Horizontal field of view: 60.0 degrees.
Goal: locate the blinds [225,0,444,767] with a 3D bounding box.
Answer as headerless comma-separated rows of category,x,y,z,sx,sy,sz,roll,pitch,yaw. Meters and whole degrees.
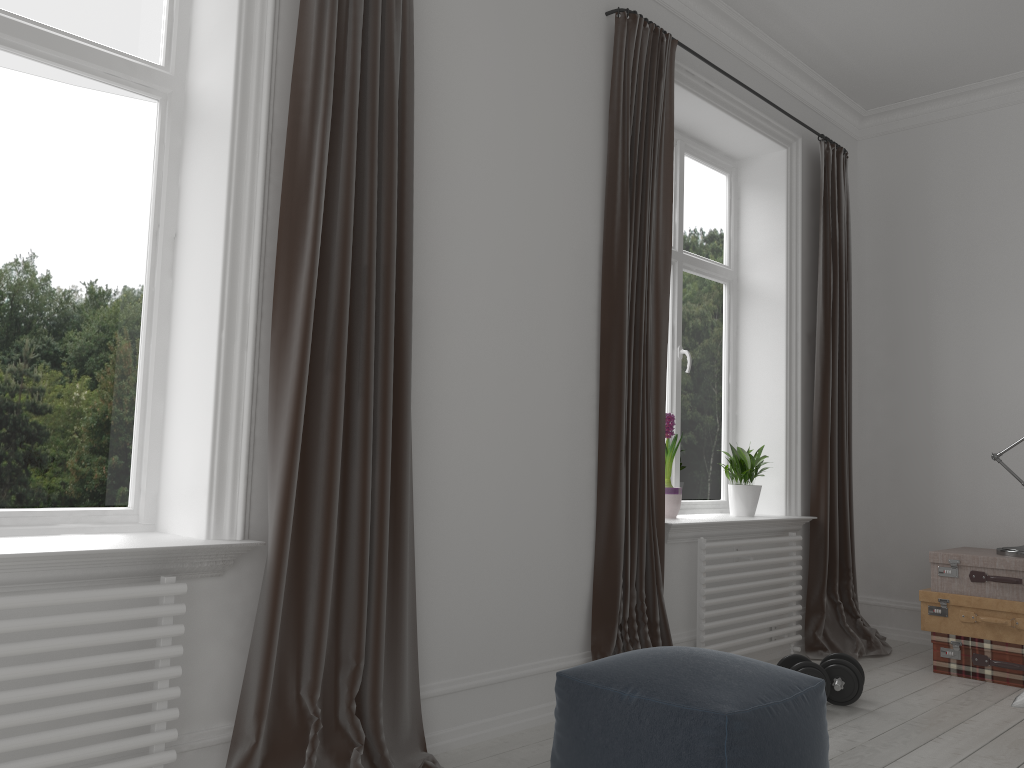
blinds,-0.387,-0.252,2.376,0.318,2.680,0.769,-2,-7,39

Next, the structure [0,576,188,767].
structure,-1.118,0.744,1.776,0.120,0.670,0.887,-3,-7,44

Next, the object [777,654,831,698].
object,1.134,1.163,3.472,0.179,0.179,0.326,2,-5,-1

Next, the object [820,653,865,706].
object,1.307,1.174,3.532,0.179,0.179,0.326,0,-6,24

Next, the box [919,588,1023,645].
box,2.309,1.068,4.108,0.647,0.185,0.537,-3,-7,44

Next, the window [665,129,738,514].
window,0.841,-0.310,4.418,0.120,1.956,1.112,-3,-7,44

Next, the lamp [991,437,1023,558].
lamp,2.452,0.439,4.045,0.488,0.699,0.269,-3,-7,44

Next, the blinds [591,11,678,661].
blinds,0.562,-0.125,3.427,0.582,2.681,0.294,6,-7,-39

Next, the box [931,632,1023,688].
box,2.343,1.250,4.059,0.647,0.185,0.537,-3,-7,44

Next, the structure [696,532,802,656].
structure,1.068,1.020,4.040,0.114,0.670,0.887,-3,-7,44

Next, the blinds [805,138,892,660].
blinds,1.788,0.025,4.652,0.327,2.680,0.779,-2,-7,39

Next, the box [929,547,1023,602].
box,2.349,0.884,4.092,0.647,0.185,0.537,-3,-7,44

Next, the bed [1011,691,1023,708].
bed,2.952,0.752,2.463,2.217,0.926,2.473,-3,-7,44

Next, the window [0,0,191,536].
window,-1.342,-0.586,2.153,0.120,1.956,1.112,-3,-7,44

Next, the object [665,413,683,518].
object,0.707,0.368,4.021,0.129,0.476,0.129,1,-5,4

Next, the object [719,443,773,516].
object,1.157,0.471,4.429,0.284,0.369,0.215,0,-6,22

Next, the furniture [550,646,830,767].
furniture,0.461,0.910,2.298,0.646,0.423,0.646,-3,-7,45
